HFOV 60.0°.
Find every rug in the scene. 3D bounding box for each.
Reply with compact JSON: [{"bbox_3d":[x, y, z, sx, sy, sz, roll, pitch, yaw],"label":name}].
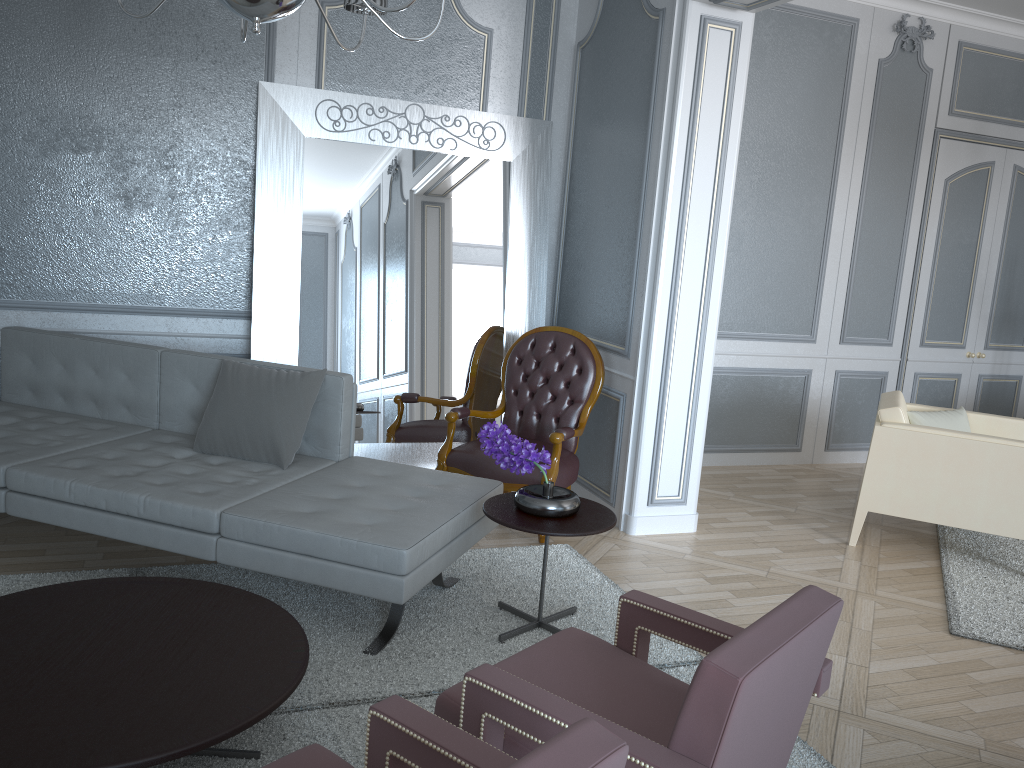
[{"bbox_3d":[2.816,0.875,3.549,2.002,0.010,2.003,9,10,23],"label":"rug"},{"bbox_3d":[-0.900,0.810,2.063,3.203,0.010,2.024,1,10,-22],"label":"rug"}]

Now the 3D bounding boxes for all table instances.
[{"bbox_3d":[0.101,0.579,2.759,0.414,0.384,0.415,-1,11,-34],"label":"table"},{"bbox_3d":[-0.907,0.709,1.968,0.882,0.238,0.885,4,9,-4],"label":"table"}]

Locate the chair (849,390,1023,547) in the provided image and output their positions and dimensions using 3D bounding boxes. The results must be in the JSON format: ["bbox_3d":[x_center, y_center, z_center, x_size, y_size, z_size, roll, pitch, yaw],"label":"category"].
[{"bbox_3d":[2.012,0.406,4.095,0.738,0.619,0.856,9,10,23],"label":"chair"}]

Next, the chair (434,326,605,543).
[{"bbox_3d":[0.054,0.173,3.855,0.573,0.826,0.576,9,10,28],"label":"chair"}]

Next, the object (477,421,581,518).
[{"bbox_3d":[0.031,0.259,2.795,0.426,0.221,0.206,12,11,37],"label":"object"}]

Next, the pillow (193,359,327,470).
[{"bbox_3d":[-0.910,0.109,3.147,0.422,0.353,0.253,7,9,15],"label":"pillow"}]

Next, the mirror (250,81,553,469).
[{"bbox_3d":[-0.490,-0.407,4.156,1.400,1.788,0.251,1,9,-22],"label":"mirror"}]

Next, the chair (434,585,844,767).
[{"bbox_3d":[0.213,0.651,1.676,0.607,0.619,0.577,12,11,38],"label":"chair"}]

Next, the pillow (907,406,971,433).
[{"bbox_3d":[2.040,0.257,4.207,0.360,0.285,0.183,2,9,-16],"label":"pillow"}]

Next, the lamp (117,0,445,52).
[{"bbox_3d":[-0.543,-1.353,1.955,0.976,1.117,0.979,-1,11,-33],"label":"lamp"}]

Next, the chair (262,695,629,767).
[{"bbox_3d":[-0.249,0.700,1.148,0.607,0.619,0.577,12,11,38],"label":"chair"}]

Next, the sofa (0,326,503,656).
[{"bbox_3d":[-1.191,0.273,3.077,2.206,0.666,0.811,8,10,18],"label":"sofa"}]
